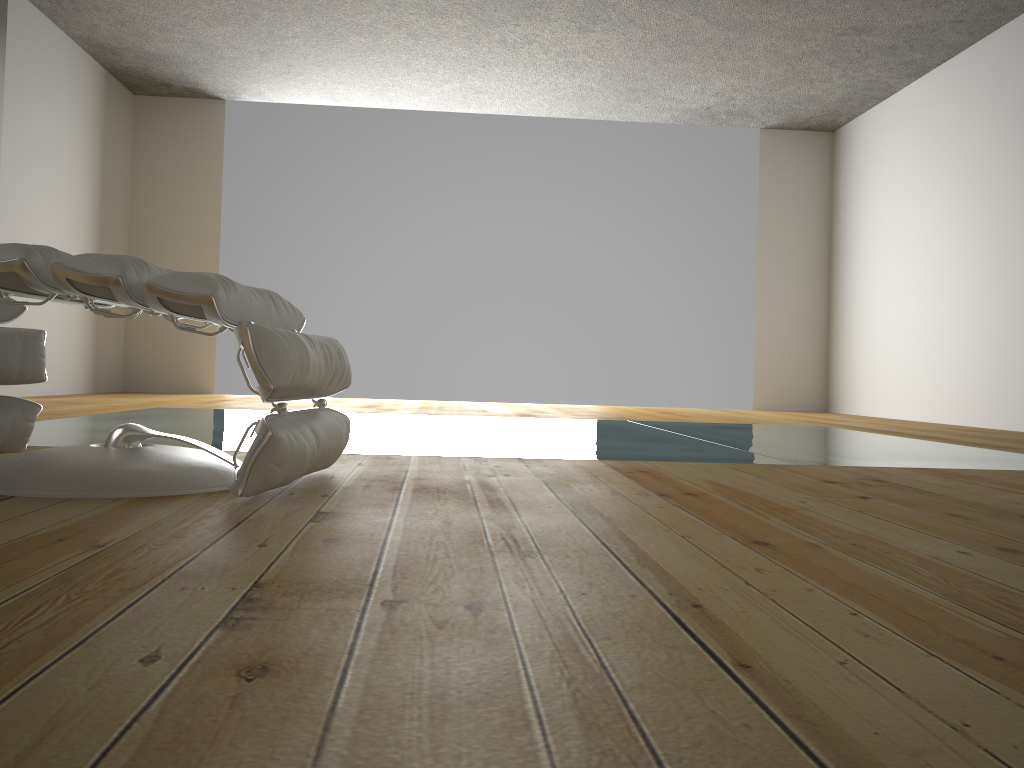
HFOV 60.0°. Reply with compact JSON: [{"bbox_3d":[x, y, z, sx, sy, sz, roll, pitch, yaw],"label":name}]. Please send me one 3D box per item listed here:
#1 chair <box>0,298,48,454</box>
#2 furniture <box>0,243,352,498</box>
[{"bbox_3d":[-1.567,-0.325,1.960,0.914,0.969,0.569,2,-1,21],"label":"chair"},{"bbox_3d":[-0.699,-0.031,1.749,0.686,0.439,0.569,2,0,2],"label":"furniture"}]
